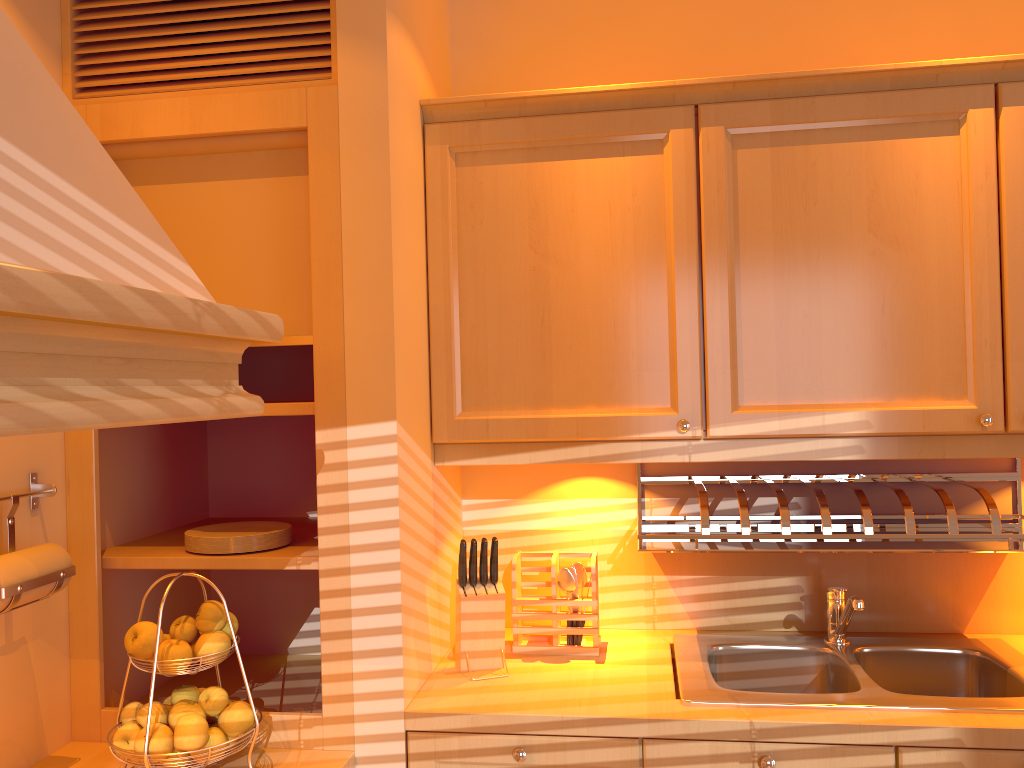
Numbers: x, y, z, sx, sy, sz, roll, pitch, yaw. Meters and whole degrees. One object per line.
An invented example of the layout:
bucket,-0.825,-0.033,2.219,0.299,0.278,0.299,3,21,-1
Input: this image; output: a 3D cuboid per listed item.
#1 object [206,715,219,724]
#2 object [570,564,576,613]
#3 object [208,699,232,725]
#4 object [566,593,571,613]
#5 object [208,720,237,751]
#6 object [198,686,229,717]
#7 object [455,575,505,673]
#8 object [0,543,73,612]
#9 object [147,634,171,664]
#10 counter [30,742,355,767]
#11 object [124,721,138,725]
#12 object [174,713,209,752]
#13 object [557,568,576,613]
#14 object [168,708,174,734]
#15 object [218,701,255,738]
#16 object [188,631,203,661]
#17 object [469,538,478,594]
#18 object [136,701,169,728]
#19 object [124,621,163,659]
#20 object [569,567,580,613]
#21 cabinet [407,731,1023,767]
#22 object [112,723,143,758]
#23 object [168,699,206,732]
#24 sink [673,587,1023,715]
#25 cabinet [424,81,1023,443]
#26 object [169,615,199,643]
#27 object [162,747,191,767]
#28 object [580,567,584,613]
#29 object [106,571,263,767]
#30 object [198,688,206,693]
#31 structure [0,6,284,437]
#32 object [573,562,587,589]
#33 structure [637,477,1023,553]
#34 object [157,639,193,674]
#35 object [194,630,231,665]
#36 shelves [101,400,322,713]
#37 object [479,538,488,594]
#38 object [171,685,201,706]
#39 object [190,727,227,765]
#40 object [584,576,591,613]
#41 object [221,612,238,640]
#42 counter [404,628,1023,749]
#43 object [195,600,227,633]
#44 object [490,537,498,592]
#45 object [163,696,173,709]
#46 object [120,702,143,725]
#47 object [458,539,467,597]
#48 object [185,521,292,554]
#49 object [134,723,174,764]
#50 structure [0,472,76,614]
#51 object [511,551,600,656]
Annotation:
object,-0.559,0.598,1.643,0.057,0.059,0.058,-1,0,-28
object,0.144,0.521,2.071,0.018,0.196,0.023,-2,0,13
object,-0.559,0.626,1.691,0.059,0.059,0.058,-1,0,-38
object,0.136,0.531,2.086,0.019,0.178,0.044,-2,0,5
object,-0.534,0.643,1.619,0.063,0.061,0.064,-1,0,-14
object,-0.533,0.567,1.585,0.050,0.052,0.049,-2,0,16
object,-0.071,0.526,1.951,0.100,0.200,0.070,-1,0,-18
object,-0.869,0.341,1.553,0.096,0.094,0.186,-2,0,9
object,-0.639,0.485,1.619,0.057,0.056,0.051,-1,0,-32
counter,-0.680,0.735,0.638,0.770,0.038,2.250,-2,0,8
object,-0.690,0.630,1.597,0.046,0.045,0.046,-1,0,-20
object,-0.547,0.595,1.512,0.056,0.063,0.065,-1,0,-16
object,0.132,0.518,2.043,0.042,0.192,0.040,-1,0,-31
object,-0.616,0.612,1.604,0.051,0.052,0.047,-2,0,5
object,-0.493,0.599,1.590,0.064,0.060,0.063,-2,0,24
object,-0.587,0.484,1.651,0.058,0.059,0.058,-2,0,40
object,-0.083,0.469,1.933,0.019,0.265,0.038,-1,0,-9
object,-0.633,0.590,1.567,0.056,0.058,0.055,-2,0,44
object,-0.652,0.454,1.574,0.063,0.064,0.061,-2,0,18
object,0.147,0.521,2.049,0.017,0.196,0.020,-2,0,34
cabinet,1.321,0.697,1.771,3.000,1.700,0.625,-2,0,8
object,-0.668,0.623,1.550,0.056,0.057,0.053,-1,0,-15
object,-0.572,0.588,1.562,0.063,0.061,0.063,-1,0,-18
sink,0.726,0.611,1.869,0.746,0.336,0.465,-2,0,8
cabinet,0.723,-0.248,2.008,1.792,0.712,0.332,-2,0,8
object,-0.598,0.450,1.621,0.051,0.051,0.050,-2,0,33
object,-0.591,0.648,1.560,0.052,0.056,0.057,-1,0,-29
object,0.158,0.520,2.053,0.022,0.196,0.018,-2,0,13
object,-0.593,0.530,1.610,0.265,0.376,0.265,-1,0,-33
object,-0.599,0.610,1.711,0.045,0.047,0.046,-1,0,-36
structure,0.869,-0.470,1.249,4.091,1.148,1.061,-1,0,-18
object,0.150,0.518,2.088,0.042,0.192,0.040,-1,0,-32
structure,0.740,0.294,2.021,0.900,0.126,0.300,-2,0,8
object,-0.600,0.485,1.575,0.064,0.058,0.063,-1,0,-26
object,-0.543,0.476,1.606,0.063,0.063,0.064,-2,0,25
shelves,-0.565,0.394,2.071,0.600,0.702,0.582,-2,0,8
object,-0.060,0.468,1.941,0.019,0.265,0.038,-1,0,-9
object,-0.593,0.570,1.611,0.050,0.048,0.051,-2,0,42
object,-0.533,0.633,1.553,0.064,0.062,0.064,-1,0,-4
object,0.170,0.530,2.068,0.044,0.178,0.019,-1,0,-15
object,-0.542,0.454,1.660,0.057,0.060,0.058,-2,0,30
counter,0.727,0.624,1.871,1.800,0.038,0.600,-2,0,8
object,-0.549,0.425,1.619,0.055,0.059,0.058,-1,0,-35
object,-0.038,0.468,1.948,0.019,0.265,0.037,-1,0,-9
object,-0.619,0.605,1.647,0.058,0.055,0.059,-2,0,16
object,-0.698,0.612,1.638,0.044,0.047,0.046,-2,0,29
object,-0.103,0.469,1.926,0.019,0.265,0.037,-1,0,-28
object,-0.592,0.334,1.924,0.222,0.039,0.222,-2,0,26
object,-0.611,0.614,1.515,0.063,0.063,0.063,-2,0,20
structure,-0.883,0.280,1.555,0.126,0.220,0.320,-2,0,8
object,0.104,0.512,2.086,0.200,0.221,0.103,-2,0,8
